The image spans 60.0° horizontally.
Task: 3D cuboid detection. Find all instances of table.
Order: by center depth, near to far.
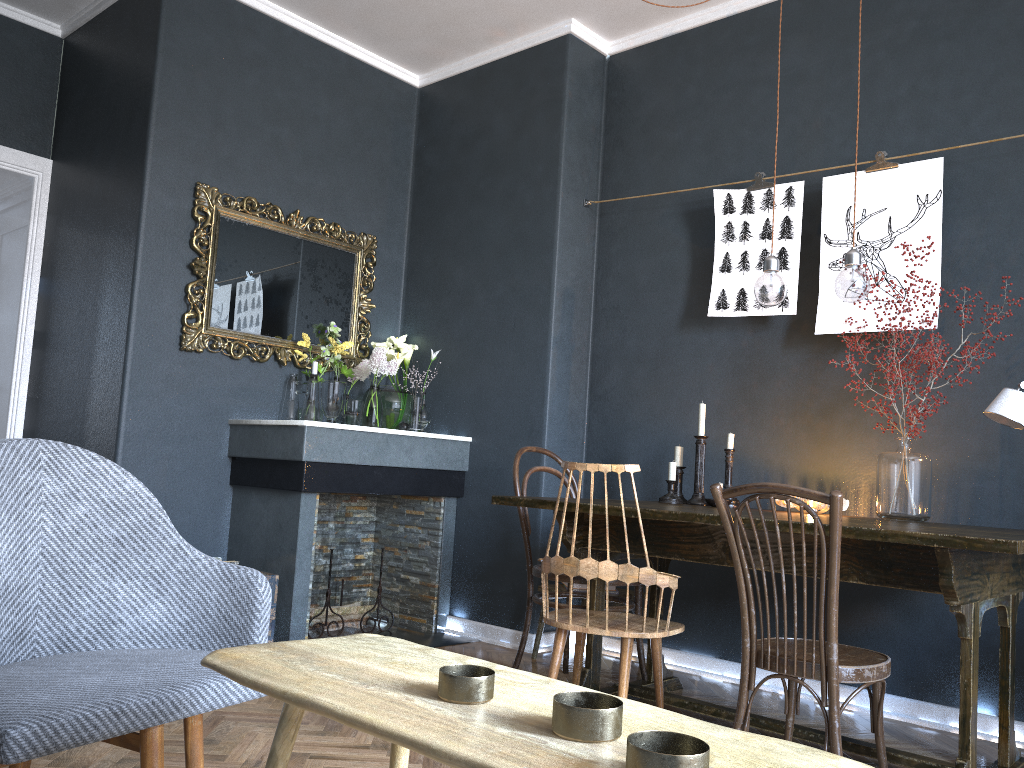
[{"bbox_3d":[-0.043,0.628,0.979,0.788,0.549,0.340,-1,-7,42],"label":"table"},{"bbox_3d":[0.875,0.788,2.872,1.604,0.726,1.127,-2,-8,42],"label":"table"},{"bbox_3d":[0.347,1.068,3.923,0.369,0.317,0.365,-1,-7,42],"label":"table"}]

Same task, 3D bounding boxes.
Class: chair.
[{"bbox_3d":[-0.762,0.509,1.575,0.494,0.810,0.646,2,-6,21],"label":"chair"},{"bbox_3d":[0.735,0.665,2.213,0.363,0.819,0.467,-1,-7,42],"label":"chair"},{"bbox_3d":[0.288,0.672,2.694,0.456,0.855,0.384,1,-6,27],"label":"chair"},{"bbox_3d":[0.259,0.709,3.445,0.549,0.919,0.438,-1,-7,45],"label":"chair"}]

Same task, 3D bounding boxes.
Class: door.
[{"bbox_3d":[-2.821,0.024,4.906,0.857,2.184,0.162,-1,-7,42],"label":"door"}]

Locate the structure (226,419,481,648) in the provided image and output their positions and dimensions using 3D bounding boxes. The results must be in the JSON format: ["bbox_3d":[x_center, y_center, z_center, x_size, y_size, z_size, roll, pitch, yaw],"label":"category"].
[{"bbox_3d":[-0.731,0.702,4.196,0.834,0.979,1.067,-1,-7,42],"label":"structure"}]

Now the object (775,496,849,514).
[{"bbox_3d":[1.095,0.439,3.241,0.253,0.072,0.254,9,-8,-41],"label":"object"}]

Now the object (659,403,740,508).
[{"bbox_3d":[0.748,0.275,3.551,0.368,0.419,0.223,-1,-7,43],"label":"object"}]

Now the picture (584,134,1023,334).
[{"bbox_3d":[1.987,-0.575,2.842,4.458,0.770,0.058,-2,-7,42],"label":"picture"}]

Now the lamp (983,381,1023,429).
[{"bbox_3d":[1.788,0.516,2.567,0.800,1.068,0.242,4,-5,-3],"label":"lamp"}]

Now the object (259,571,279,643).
[{"bbox_3d":[-1.301,0.932,3.685,0.552,0.325,0.383,-1,-7,42],"label":"object"}]

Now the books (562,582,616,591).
[{"bbox_3d":[0.335,0.884,3.940,0.207,0.024,0.263,4,-6,-5],"label":"books"}]

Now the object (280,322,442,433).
[{"bbox_3d":[-0.726,-0.040,4.452,0.728,0.546,0.474,9,-8,-44],"label":"object"}]

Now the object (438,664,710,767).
[{"bbox_3d":[0.057,0.334,0.893,0.103,0.033,0.369,8,-7,-37],"label":"object"}]

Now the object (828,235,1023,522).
[{"bbox_3d":[1.395,0.014,3.124,0.556,0.929,0.639,2,-5,13],"label":"object"}]

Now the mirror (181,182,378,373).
[{"bbox_3d":[-1.097,-0.474,4.359,0.067,0.783,1.058,-1,-7,42],"label":"mirror"}]

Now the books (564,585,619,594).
[{"bbox_3d":[0.347,0.905,3.951,0.219,0.013,0.273,4,-6,-1],"label":"books"}]

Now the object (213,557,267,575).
[{"bbox_3d":[-1.294,0.857,3.695,0.533,0.246,0.370,-2,-8,42],"label":"object"}]

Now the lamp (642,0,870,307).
[{"bbox_3d":[0.462,-1.116,2.720,1.591,1.572,0.583,5,-5,-16],"label":"lamp"}]
